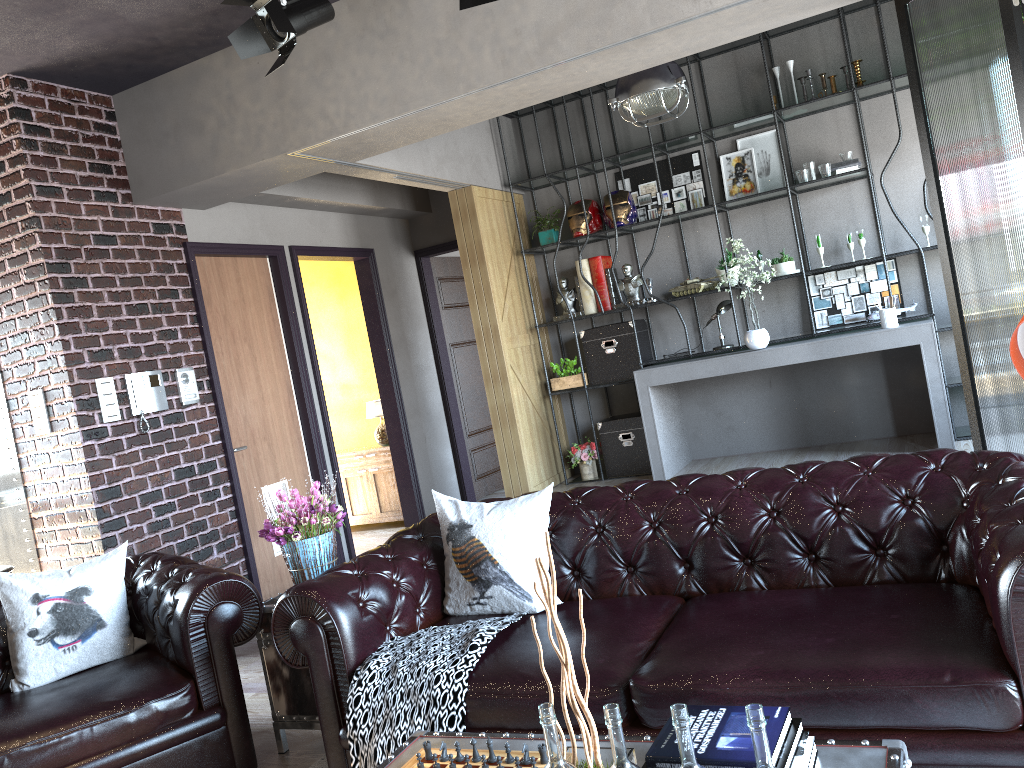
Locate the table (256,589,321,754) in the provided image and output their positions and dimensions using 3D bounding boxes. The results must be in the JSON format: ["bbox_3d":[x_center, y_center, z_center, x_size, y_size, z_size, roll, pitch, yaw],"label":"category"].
[{"bbox_3d":[-0.742,1.145,3.675,0.417,0.609,0.406,-10,2,26],"label":"table"}]

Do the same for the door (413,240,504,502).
[{"bbox_3d":[0.009,-0.194,8.923,1.148,2.543,1.130,-10,2,26],"label":"door"}]

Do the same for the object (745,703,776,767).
[{"bbox_3d":[0.449,0.704,1.548,0.088,0.290,0.084,-10,2,31],"label":"object"}]

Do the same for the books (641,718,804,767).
[{"bbox_3d":[0.438,0.762,1.840,0.282,0.026,0.266,-10,3,28],"label":"books"}]

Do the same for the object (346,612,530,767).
[{"bbox_3d":[-0.472,1.191,2.639,1.702,0.569,0.561,-13,3,-44],"label":"object"}]

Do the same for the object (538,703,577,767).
[{"bbox_3d":[0.093,0.765,1.720,0.088,0.290,0.084,-10,2,31],"label":"object"}]

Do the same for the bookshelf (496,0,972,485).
[{"bbox_3d":[2.243,-1.102,6.814,4.478,3.281,0.527,-10,2,25],"label":"bookshelf"}]

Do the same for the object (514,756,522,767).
[{"bbox_3d":[0.013,0.858,1.999,0.017,0.037,0.017,-10,2,32],"label":"object"}]

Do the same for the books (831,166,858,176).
[{"bbox_3d":[2.511,-1.609,6.730,0.166,0.024,0.227,-11,2,5],"label":"books"}]

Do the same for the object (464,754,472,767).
[{"bbox_3d":[-0.103,0.878,2.058,0.017,0.037,0.017,-10,2,32],"label":"object"}]

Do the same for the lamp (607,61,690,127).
[{"bbox_3d":[0.811,-2.272,5.782,0.534,1.148,0.516,-11,2,3],"label":"lamp"}]

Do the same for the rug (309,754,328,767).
[{"bbox_3d":[0.152,1.330,2.497,2.472,0.003,2.257,-10,2,26],"label":"rug"}]

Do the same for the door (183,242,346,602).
[{"bbox_3d":[-1.825,0.255,6.448,0.219,2.539,1.004,-10,2,26],"label":"door"}]

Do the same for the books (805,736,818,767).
[{"bbox_3d":[0.449,0.817,1.841,0.324,0.035,0.306,-10,2,26],"label":"books"}]

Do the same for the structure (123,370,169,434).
[{"bbox_3d":[-2.222,0.109,5.452,0.068,0.370,0.280,-10,2,26],"label":"structure"}]

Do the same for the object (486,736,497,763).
[{"bbox_3d":[-0.050,0.856,2.081,0.025,0.058,0.025,-10,2,19],"label":"object"}]

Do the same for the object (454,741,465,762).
[{"bbox_3d":[-0.129,0.875,2.118,0.022,0.047,0.022,-11,2,-19],"label":"object"}]

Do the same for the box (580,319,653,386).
[{"bbox_3d":[0.899,-0.275,7.521,0.488,0.481,0.374,-10,2,26],"label":"box"}]

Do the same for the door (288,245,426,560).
[{"bbox_3d":[-1.727,0.184,7.692,1.097,2.543,1.151,-10,2,26],"label":"door"}]

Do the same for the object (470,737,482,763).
[{"bbox_3d":[-0.088,0.864,2.099,0.025,0.055,0.024,-11,2,-19],"label":"object"}]

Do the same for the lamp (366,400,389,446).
[{"bbox_3d":[-1.158,0.662,8.398,0.291,1.044,0.441,-11,2,-1],"label":"lamp"}]

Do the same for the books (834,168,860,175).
[{"bbox_3d":[2.522,-1.581,6.723,0.179,0.034,0.243,-10,2,9],"label":"books"}]

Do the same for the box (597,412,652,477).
[{"bbox_3d":[1.045,0.496,7.541,0.488,0.481,0.374,-10,2,26],"label":"box"}]

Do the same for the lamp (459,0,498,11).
[{"bbox_3d":[-0.186,-1.914,3.874,0.359,0.525,0.541,-10,2,11],"label":"lamp"}]

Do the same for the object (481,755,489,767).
[{"bbox_3d":[-0.063,0.871,2.040,0.017,0.037,0.017,-10,2,32],"label":"object"}]

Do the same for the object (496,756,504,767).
[{"bbox_3d":[-0.028,0.865,2.019,0.017,0.037,0.017,-10,2,32],"label":"object"}]

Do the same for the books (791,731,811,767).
[{"bbox_3d":[0.438,0.789,1.830,0.315,0.026,0.270,-10,2,26],"label":"books"}]

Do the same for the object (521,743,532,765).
[{"bbox_3d":[0.030,0.849,2.041,0.026,0.044,0.026,-11,2,-19],"label":"object"}]

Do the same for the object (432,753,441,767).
[{"bbox_3d":[-0.180,0.891,2.095,0.017,0.037,0.017,-10,2,32],"label":"object"}]

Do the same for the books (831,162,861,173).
[{"bbox_3d":[2.519,-1.634,6.726,0.243,0.024,0.175,-10,2,22],"label":"books"}]

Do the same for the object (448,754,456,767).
[{"bbox_3d":[-0.141,0.884,2.076,0.017,0.037,0.017,-10,2,32],"label":"object"}]

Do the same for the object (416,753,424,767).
[{"bbox_3d":[-0.221,0.898,2.115,0.017,0.037,0.017,-11,2,6],"label":"object"}]

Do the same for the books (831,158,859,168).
[{"bbox_3d":[2.503,-1.658,6.723,0.225,0.029,0.179,-10,2,18],"label":"books"}]

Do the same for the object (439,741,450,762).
[{"bbox_3d":[-0.166,0.883,2.135,0.026,0.044,0.026,-11,2,-19],"label":"object"}]

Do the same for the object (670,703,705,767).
[{"bbox_3d":[0.329,0.725,1.606,0.088,0.290,0.084,-10,2,31],"label":"object"}]

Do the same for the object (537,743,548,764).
[{"bbox_3d":[0.071,0.844,2.024,0.019,0.040,0.019,-11,2,-1],"label":"object"}]

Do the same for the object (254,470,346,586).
[{"bbox_3d":[-0.849,0.618,3.665,0.352,0.484,0.349,-12,2,-34],"label":"object"}]

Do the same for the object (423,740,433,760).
[{"bbox_3d":[-0.204,0.891,2.157,0.019,0.040,0.019,-11,2,-1],"label":"object"}]

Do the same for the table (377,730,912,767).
[{"bbox_3d":[0.190,1.114,1.858,1.253,0.469,0.685,-10,2,26],"label":"table"}]

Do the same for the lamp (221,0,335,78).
[{"bbox_3d":[-1.100,-1.765,4.314,0.560,0.512,0.359,-13,2,-44],"label":"lamp"}]

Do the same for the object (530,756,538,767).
[{"bbox_3d":[0.049,0.852,1.984,0.017,0.037,0.017,-9,2,45],"label":"object"}]

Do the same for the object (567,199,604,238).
[{"bbox_3d":[0.604,-1.398,7.495,0.280,0.327,0.400,-10,2,31],"label":"object"}]

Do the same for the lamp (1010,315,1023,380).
[{"bbox_3d":[2.825,0.093,2.359,3.835,1.456,0.582,-12,2,-22],"label":"lamp"}]

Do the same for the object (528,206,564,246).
[{"bbox_3d":[0.305,-1.349,7.657,0.324,0.339,0.295,-11,2,-18],"label":"object"}]

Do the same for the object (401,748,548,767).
[{"bbox_3d":[-0.124,0.923,1.951,0.429,0.036,0.430,-10,2,26],"label":"object"}]

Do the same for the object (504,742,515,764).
[{"bbox_3d":[-0.009,0.854,2.060,0.022,0.047,0.022,-11,2,-19],"label":"object"}]

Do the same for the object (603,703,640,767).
[{"bbox_3d":[0.213,0.745,1.662,0.088,0.290,0.084,-10,2,31],"label":"object"}]

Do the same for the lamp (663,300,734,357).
[{"bbox_3d":[1.529,-0.453,7.237,0.205,0.371,0.739,-12,2,-40],"label":"lamp"}]

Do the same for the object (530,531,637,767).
[{"bbox_3d":[0.127,0.600,1.850,0.156,0.583,0.185,-10,2,26],"label":"object"}]

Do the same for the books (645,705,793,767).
[{"bbox_3d":[0.433,0.734,1.839,0.251,0.030,0.237,-10,3,27],"label":"books"}]
